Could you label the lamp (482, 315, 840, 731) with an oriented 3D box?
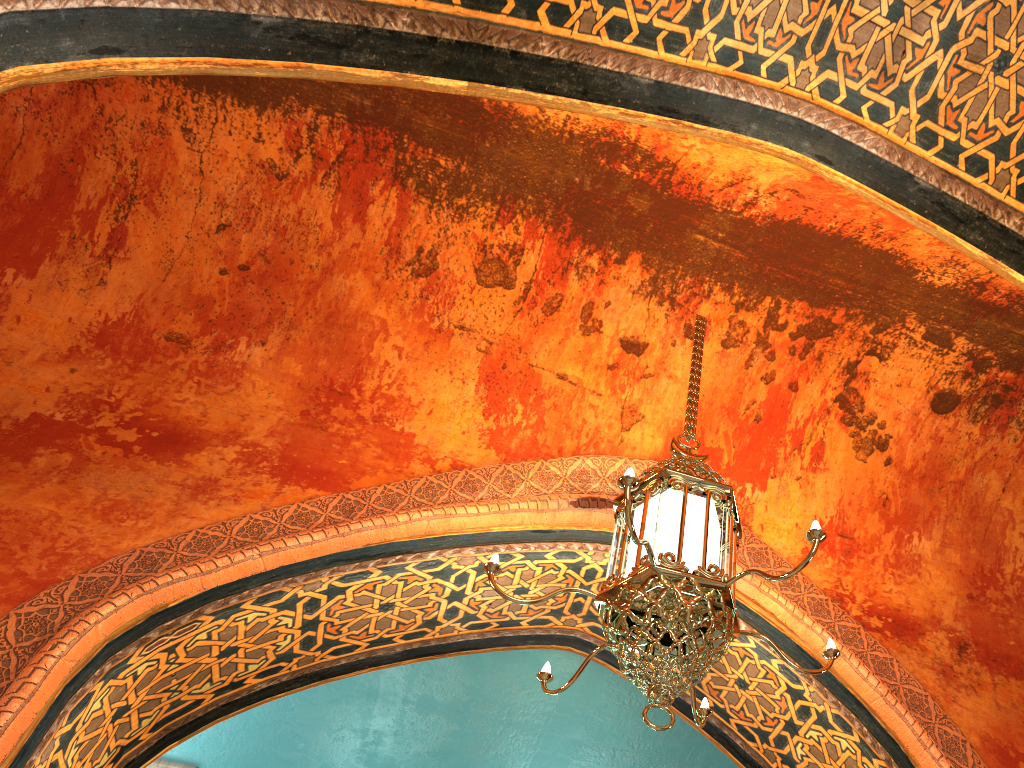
[{"bbox_3d":[0.700,0.342,3.465,1.329,2.338,1.105,18,-51,-2],"label":"lamp"}]
